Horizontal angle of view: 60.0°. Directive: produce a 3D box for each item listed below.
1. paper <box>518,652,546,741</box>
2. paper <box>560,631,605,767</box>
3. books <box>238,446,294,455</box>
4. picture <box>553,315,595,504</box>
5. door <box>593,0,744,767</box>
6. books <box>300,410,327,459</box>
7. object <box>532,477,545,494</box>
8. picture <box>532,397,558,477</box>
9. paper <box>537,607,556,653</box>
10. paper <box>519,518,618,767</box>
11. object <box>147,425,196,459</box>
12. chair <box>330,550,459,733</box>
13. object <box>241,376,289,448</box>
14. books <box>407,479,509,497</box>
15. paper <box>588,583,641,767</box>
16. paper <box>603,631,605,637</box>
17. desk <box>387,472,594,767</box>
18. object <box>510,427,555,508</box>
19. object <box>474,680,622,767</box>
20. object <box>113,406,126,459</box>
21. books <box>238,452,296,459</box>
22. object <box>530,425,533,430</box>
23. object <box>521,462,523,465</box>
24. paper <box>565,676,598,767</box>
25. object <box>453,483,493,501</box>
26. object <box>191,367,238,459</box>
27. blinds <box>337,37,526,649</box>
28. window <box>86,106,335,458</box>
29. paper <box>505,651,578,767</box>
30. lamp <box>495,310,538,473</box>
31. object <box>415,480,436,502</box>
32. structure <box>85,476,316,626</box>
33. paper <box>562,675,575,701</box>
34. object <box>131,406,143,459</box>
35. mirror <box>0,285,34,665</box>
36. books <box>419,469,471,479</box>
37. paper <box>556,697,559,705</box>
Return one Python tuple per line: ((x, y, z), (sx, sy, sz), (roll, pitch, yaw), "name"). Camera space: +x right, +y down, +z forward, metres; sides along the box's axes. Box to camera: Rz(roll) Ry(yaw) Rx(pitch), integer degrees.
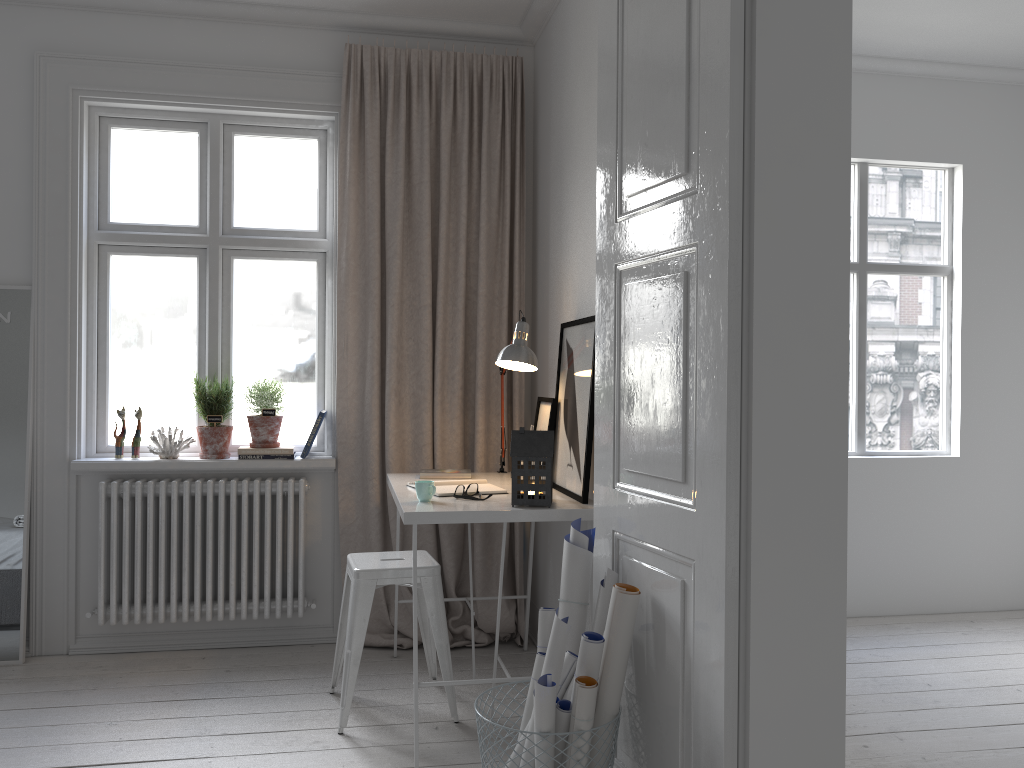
((0.050, 0.901, 2.367), (0.129, 0.361, 0.047), (0, 0, -22), "paper")
((0.155, 0.885, 2.190), (0.153, 0.553, 0.060), (1, 0, 35), "paper")
((-1.081, 0.292, 3.908), (0.246, 0.025, 0.157), (0, 0, -8), "books")
((0.215, 0.080, 3.113), (0.062, 0.614, 0.493), (0, 0, -11), "picture")
((0.360, -0.018, 2.211), (0.034, 2.326, 0.678), (0, 0, -20), "door")
((-0.882, 0.221, 3.947), (0.101, 0.211, 0.175), (0, 0, -7), "books")
((0.086, 0.349, 2.954), (0.078, 0.073, 0.065), (0, 0, -15), "object")
((0.114, 0.218, 3.425), (0.062, 0.333, 0.261), (0, 0, -11), "picture")
((0.083, 0.890, 2.401), (0.046, 0.547, 0.166), (1, 0, 13), "paper")
((0.120, 0.768, 2.264), (0.181, 0.793, 0.431), (1, 0, 32), "paper")
((-1.476, 0.254, 3.824), (0.212, 0.149, 0.186), (1, 0, -2), "object")
((-0.429, 0.891, 3.177), (0.409, 0.527, 0.407), (0, 0, -16), "chair")
((-1.079, 0.121, 3.904), (0.220, 0.318, 0.210), (1, 0, 27), "object")
((-0.218, 0.367, 3.206), (0.291, 0.029, 0.358), (0, 0, -25), "books")
((0.227, 0.832, 2.211), (0.181, 0.669, 0.073), (1, 0, 11), "paper")
((0.181, 0.896, 2.268), (0.200, 0.542, 0.047), (0, 0, -7), "paper")
((-0.113, 0.771, 3.247), (0.641, 0.776, 1.163), (0, 0, -11), "desk")
((0.066, 0.262, 2.831), (0.135, 0.248, 0.135), (1, 0, 5), "object")
((0.090, 0.991, 2.260), (0.374, 0.351, 0.374), (0, 0, -9), "object")
((-1.685, 0.207, 3.812), (0.045, 0.224, 0.052), (0, 0, -35), "object")
((-1.077, 0.315, 3.914), (0.245, 0.022, 0.156), (0, 0, -7), "books")
((0.067, 0.277, 3.742), (0.008, 0.207, 0.054), (1, 0, 44), "object")
((0.070, 0.319, 3.729), (0.101, 0.126, 0.101), (0, 0, -11), "object")
((0.153, 0.932, 2.134), (0.057, 0.464, 0.123), (0, 0, -39), "paper")
((-0.141, 0.362, 2.971), (0.114, 0.047, 0.133), (0, 0, -23), "object")
((-1.301, 0.119, 3.864), (0.183, 0.410, 0.199), (1, 0, 40), "object")
((-0.345, -0.188, 3.888), (0.831, 2.680, 0.225), (0, 0, -11), "blinds")
((-1.332, -0.433, 3.975), (1.047, 1.537, 0.079), (0, 0, -11), "window")
((0.057, 0.887, 2.265), (0.244, 0.403, 0.049), (0, 0, -8), "paper")
((-0.037, 0.082, 3.572), (0.164, 0.745, 0.568), (0, 0, -15), "lamp")
((-0.284, 0.351, 2.891), (0.064, 0.065, 0.082), (0, 0, -12), "object")
((-1.323, 0.707, 3.845), (0.935, 0.600, 0.216), (0, 0, -11), "structure")
((0.096, 0.935, 2.285), (0.253, 0.432, 0.054), (1, 0, 25), "paper")
((-1.605, 0.207, 3.807), (0.045, 0.224, 0.052), (1, 0, 30), "object")
((-2.328, 0.364, 3.618), (0.669, 1.554, 0.145), (0, 0, -11), "mirror")
((-0.271, 0.367, 3.616), (0.207, 0.024, 0.149), (0, 0, -4), "books")
((0.075, 0.969, 2.232), (0.233, 0.389, 0.078), (1, 0, 20), "paper")
